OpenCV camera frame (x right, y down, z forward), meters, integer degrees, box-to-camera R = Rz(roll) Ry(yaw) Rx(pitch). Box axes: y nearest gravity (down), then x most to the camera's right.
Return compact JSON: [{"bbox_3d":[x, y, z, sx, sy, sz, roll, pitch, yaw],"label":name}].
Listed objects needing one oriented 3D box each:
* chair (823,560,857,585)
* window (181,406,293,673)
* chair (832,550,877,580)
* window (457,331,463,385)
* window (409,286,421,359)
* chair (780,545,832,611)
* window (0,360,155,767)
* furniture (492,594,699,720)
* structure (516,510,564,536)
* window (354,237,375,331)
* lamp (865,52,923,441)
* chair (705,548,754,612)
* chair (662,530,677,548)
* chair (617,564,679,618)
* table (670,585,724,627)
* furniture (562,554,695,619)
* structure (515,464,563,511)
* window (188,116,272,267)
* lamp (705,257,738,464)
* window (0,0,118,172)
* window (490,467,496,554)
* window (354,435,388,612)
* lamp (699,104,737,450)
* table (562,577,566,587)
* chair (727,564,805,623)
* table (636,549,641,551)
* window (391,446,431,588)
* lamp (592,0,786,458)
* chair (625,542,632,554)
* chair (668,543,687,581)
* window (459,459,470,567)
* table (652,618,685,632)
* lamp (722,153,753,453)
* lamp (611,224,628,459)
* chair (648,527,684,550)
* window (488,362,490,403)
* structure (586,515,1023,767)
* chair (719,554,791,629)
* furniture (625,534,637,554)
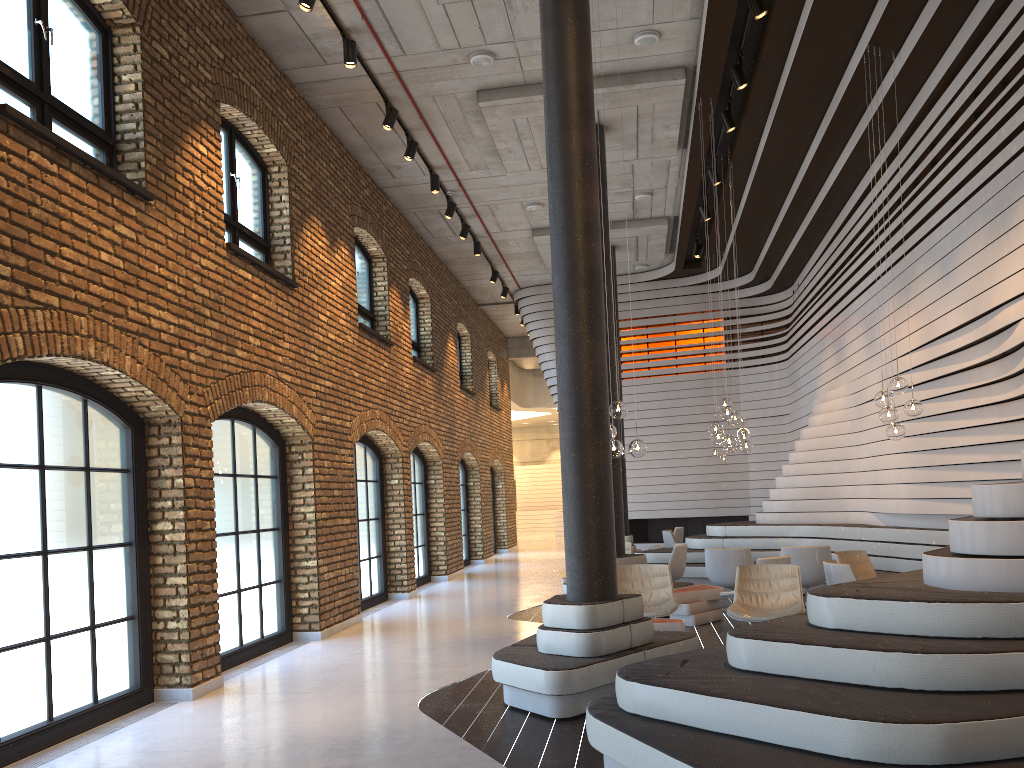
[{"bbox_3d":[3.250,1.999,8.082,0.712,0.763,0.659,-3,-4,8],"label":"chair"},{"bbox_3d":[-2.708,1.467,8.666,0.130,2.525,2.363,-3,-4,8],"label":"window"},{"bbox_3d":[3.675,2.100,9.013,0.653,0.763,0.719,0,-5,-37],"label":"chair"},{"bbox_3d":[-1.287,-0.567,19.161,0.126,1.445,1.577,-3,-5,8],"label":"window"},{"bbox_3d":[-1.834,-1.044,15.289,0.126,1.445,1.577,-3,-5,8],"label":"window"},{"bbox_3d":[3.535,2.313,10.608,0.659,0.763,0.711,-4,-4,15],"label":"chair"},{"bbox_3d":[-3.106,1.121,5.854,0.130,2.525,2.363,-3,-4,8],"label":"window"},{"bbox_3d":[0.472,1.974,6.726,1.290,0.719,1.763,-8,-9,43],"label":"furniture"},{"bbox_3d":[2.226,5.490,35.167,2.541,0.893,7.577,-1,-7,-14],"label":"structure"},{"bbox_3d":[-2.232,-1.390,12.475,0.126,1.445,1.577,-3,-5,8],"label":"window"},{"bbox_3d":[3.521,-1.803,8.402,0.528,4.697,0.336,-2,-1,-30],"label":"lamp"},{"bbox_3d":[2.709,2.378,10.819,0.662,0.763,0.709,-5,-5,28],"label":"chair"},{"bbox_3d":[3.127,3.049,16.140,0.713,0.763,0.658,-4,-4,13],"label":"chair"},{"bbox_3d":[1.262,2.139,8.462,0.658,0.763,0.713,-3,-4,9],"label":"chair"},{"bbox_3d":[2.052,2.482,9.865,0.901,0.369,0.418,4,-8,-44],"label":"table"},{"bbox_3d":[1.505,2.463,10.869,1.269,0.719,1.793,0,-7,-21],"label":"furniture"},{"bbox_3d":[2.300,4.800,37.484,4.543,2.853,5.842,-3,-6,8],"label":"structure"},{"bbox_3d":[-2.762,-1.852,8.724,0.126,1.445,1.577,-3,-5,8],"label":"window"},{"bbox_3d":[3.934,-0.813,16.759,0.549,4.658,0.292,-4,-2,34],"label":"lamp"},{"bbox_3d":[-3.159,-2.198,5.911,0.126,1.445,1.577,-3,-5,8],"label":"window"},{"bbox_3d":[-1.053,3.398,24.153,2.073,2.520,4.657,-1,-6,-28],"label":"window"},{"bbox_3d":[-2.178,1.929,12.417,0.130,2.525,2.363,-3,-4,8],"label":"window"},{"bbox_3d":[2.344,-1.591,10.261,0.311,4.724,0.661,-3,-1,16],"label":"lamp"},{"bbox_3d":[1.133,2.798,11.979,0.906,0.369,0.416,-3,-5,1],"label":"table"},{"bbox_3d":[2.273,2.014,7.857,0.661,0.763,0.710,-4,-4,24],"label":"chair"},{"bbox_3d":[2.057,3.456,17.383,0.902,0.369,0.417,-1,-5,-14],"label":"table"},{"bbox_3d":[-3.395,3.018,20.394,2.174,2.516,13.015,-1,-7,-22],"label":"window"},{"bbox_3d":[1.499,-2.386,2.411,9.053,4.591,42.117,-3,-7,8],"label":"lamp"},{"bbox_3d":[1.425,2.686,12.739,0.661,0.763,0.709,-5,-5,26],"label":"chair"},{"bbox_3d":[2.015,2.545,11.859,0.713,0.763,0.658,-3,-4,11],"label":"chair"},{"bbox_3d":[-1.233,2.752,19.104,0.130,2.525,2.363,-3,-4,8],"label":"window"},{"bbox_3d":[1.054,2.247,7.700,0.908,0.369,0.415,-4,-5,11],"label":"table"},{"bbox_3d":[3.030,-1.380,12.066,0.294,4.658,0.545,-3,-1,3],"label":"lamp"},{"bbox_3d":[1.614,-0.890,14.920,0.541,4.611,0.278,-2,-1,-30],"label":"lamp"},{"bbox_3d":[3.031,3.202,17.292,0.712,0.763,0.658,-3,-4,10],"label":"chair"},{"bbox_3d":[-0.757,-0.105,22.911,0.126,1.445,1.577,-3,-5,8],"label":"window"},{"bbox_3d":[3.833,2.360,11.697,5.779,0.923,18.318,-3,-7,4],"label":"structure"},{"bbox_3d":[2.568,2.180,9.236,0.653,0.763,0.719,1,-5,-42],"label":"chair"},{"bbox_3d":[1.711,3.150,16.241,1.276,0.718,1.783,-3,-7,4],"label":"furniture"}]
